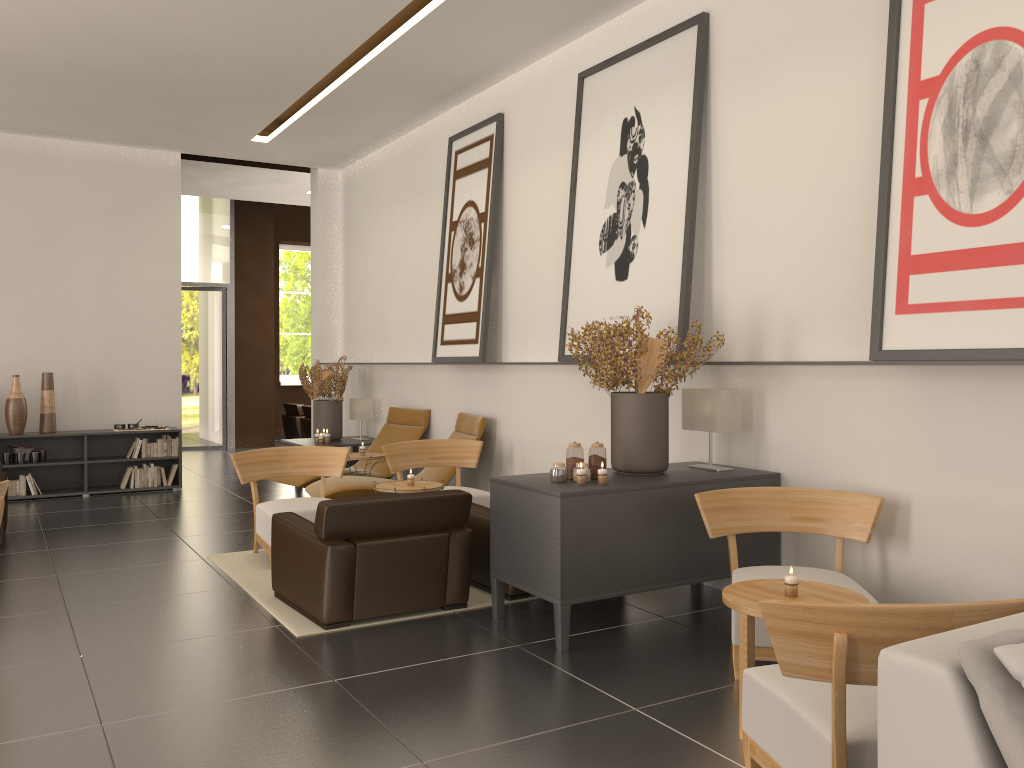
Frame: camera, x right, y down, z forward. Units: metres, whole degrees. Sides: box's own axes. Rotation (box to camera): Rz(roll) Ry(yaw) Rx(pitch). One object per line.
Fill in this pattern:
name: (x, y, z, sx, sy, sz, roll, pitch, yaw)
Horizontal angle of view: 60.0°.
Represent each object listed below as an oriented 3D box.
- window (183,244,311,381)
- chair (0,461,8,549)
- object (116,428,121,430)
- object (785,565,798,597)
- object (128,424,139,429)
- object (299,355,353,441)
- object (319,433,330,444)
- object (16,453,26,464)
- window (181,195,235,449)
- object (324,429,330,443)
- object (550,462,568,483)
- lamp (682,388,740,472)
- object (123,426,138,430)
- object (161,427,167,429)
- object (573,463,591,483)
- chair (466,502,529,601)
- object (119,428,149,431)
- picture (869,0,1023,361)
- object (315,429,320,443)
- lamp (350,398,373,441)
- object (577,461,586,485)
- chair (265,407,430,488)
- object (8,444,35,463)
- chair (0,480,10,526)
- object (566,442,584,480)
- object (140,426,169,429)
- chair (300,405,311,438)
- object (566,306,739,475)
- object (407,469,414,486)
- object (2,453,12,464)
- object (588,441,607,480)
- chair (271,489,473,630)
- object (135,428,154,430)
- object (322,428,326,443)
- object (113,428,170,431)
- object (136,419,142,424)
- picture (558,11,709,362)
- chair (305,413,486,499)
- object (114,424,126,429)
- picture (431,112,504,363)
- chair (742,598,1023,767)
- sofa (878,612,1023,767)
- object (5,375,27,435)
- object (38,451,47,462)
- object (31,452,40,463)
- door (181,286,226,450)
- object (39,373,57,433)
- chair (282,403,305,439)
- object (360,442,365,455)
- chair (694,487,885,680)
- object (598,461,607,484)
window: (-4.027, -3.673, 18.520, 99.126, 20.579, 48.631, -1, 1, -30)
chair: (-7.070, 1.457, 10.893, 1.538, 1.076, 1.500, -1, 1, -30)
object: (-6.902, 0.786, 15.569, 0.112, 0.040, 0.034, 0, 1, 14)
object: (1.729, 1.217, 5.487, 0.080, 0.187, 0.080, 0, 0, 24)
object: (-6.780, 0.757, 15.879, 0.188, 0.082, 0.188, 0, 1, -16)
object: (-3.437, 0.251, 16.212, 0.927, 1.553, 1.586, 0, 1, -2)
object: (-3.290, 0.949, 15.585, 0.207, 0.187, 0.111, -1, 1, -43)
object: (-8.107, 1.230, 14.646, 0.135, 0.179, 0.136, -1, 1, -29)
window: (-11.805, -1.897, 20.876, 10.309, 7.380, 0.100, -1, 1, -30)
object: (-3.255, 0.915, 15.620, 0.104, 0.254, 0.104, 0, 0, 20)
object: (0.398, 0.749, 7.511, 0.157, 0.158, 0.157, 0, 1, 33)
lamp: (1.876, 0.426, 8.375, 0.257, 0.757, 0.514, 0, 1, -30)
object: (-6.732, 0.776, 15.617, 0.292, 0.058, 0.086, -1, 2, -43)
object: (-6.189, 0.780, 15.780, 0.112, 0.040, 0.034, -1, 1, -41)
object: (0.592, 0.749, 7.496, 0.157, 0.158, 0.157, 0, 1, 33)
chair: (0.245, 1.482, 9.189, 1.538, 1.076, 1.500, -1, 1, -30)
object: (-6.636, 0.799, 15.569, 0.515, 0.015, 0.014, -1, 1, -38)
picture: (3.316, -1.908, 6.230, 0.384, 3.493, 1.600, 0, 0, -30)
object: (-3.427, 0.915, 15.633, 0.108, 0.254, 0.108, 0, 0, 24)
lamp: (-2.779, 0.647, 16.328, 0.257, 0.756, 0.514, 0, 1, -30)
object: (0.575, 0.736, 7.363, 0.076, 0.187, 0.076, 0, 0, -14)
chair: (-2.602, 1.168, 14.248, 2.421, 1.486, 1.300, -1, 1, -40)
object: (-8.208, 1.161, 14.830, 0.413, 0.309, 0.142, 0, 1, -16)
chair: (-5.039, 1.469, 7.441, 1.151, 1.226, 1.452, 0, 1, 15)
object: (0.547, 0.660, 7.693, 0.157, 0.325, 0.157, -1, 1, -39)
object: (-6.421, 0.780, 15.906, 0.405, 0.034, 0.293, 0, 1, 17)
chair: (-4.887, 1.131, 24.315, 1.499, 1.076, 1.538, -1, 1, -30)
object: (1.374, 0.034, 8.181, 1.422, 1.553, 1.437, 0, 1, -18)
object: (-1.130, 1.039, 9.912, 0.076, 0.187, 0.076, 0, 0, 9)
object: (-8.318, 1.232, 14.609, 0.135, 0.179, 0.136, -1, 1, -29)
object: (0.740, 0.660, 7.677, 0.157, 0.325, 0.157, 0, 0, 6)
chair: (-1.297, 1.507, 8.285, 1.538, 1.076, 1.500, -1, 1, -30)
object: (-6.558, 0.799, 15.571, 0.515, 0.015, 0.014, -1, 1, -32)
object: (-3.334, 0.913, 15.717, 0.104, 0.254, 0.104, 0, 0, 20)
object: (-6.596, 0.803, 15.766, 0.894, 0.003, 0.671, -1, 2, -28)
object: (-6.755, 0.705, 15.930, 0.086, 0.152, 0.261, 0, 1, 27)
picture: (1.261, -1.987, 9.732, 0.384, 3.493, 2.193, 0, 1, -30)
chair: (-1.662, 1.205, 12.647, 2.421, 1.486, 1.300, -1, 1, -20)
object: (-6.976, 0.760, 15.769, 0.188, 0.082, 0.188, 0, 1, 20)
picture: (-0.673, -2.062, 13.029, 0.384, 3.493, 1.600, 0, 0, -30)
chair: (1.793, 1.529, 4.309, 1.452, 1.226, 1.151, 0, 1, -5)
sofa: (3.219, 1.604, 1.115, 5.526, 1.205, 5.605, -1, 2, -30)
object: (-8.192, 0.346, 14.650, 0.326, 0.992, 0.327, 0, 0, -7)
object: (-7.952, 1.221, 15.008, 0.135, 0.179, 0.136, 0, 1, -24)
object: (-7.942, 1.227, 14.775, 0.135, 0.179, 0.136, 0, 1, 30)
door: (-8.686, -0.400, 23.070, 2.377, 4.268, 0.100, 0, 0, -15)
object: (-7.896, 0.318, 15.080, 0.262, 1.025, 0.262, 0, 0, -27)
chair: (-5.791, 1.096, 25.856, 1.499, 1.076, 1.538, -1, 1, -30)
object: (-2.240, 0.961, 13.301, 0.080, 0.187, 0.080, 0, 0, 24)
chair: (2.136, 1.470, 6.732, 1.452, 1.226, 1.151, 0, 1, 10)
object: (0.753, 0.736, 7.379, 0.080, 0.187, 0.080, 0, 0, -21)
